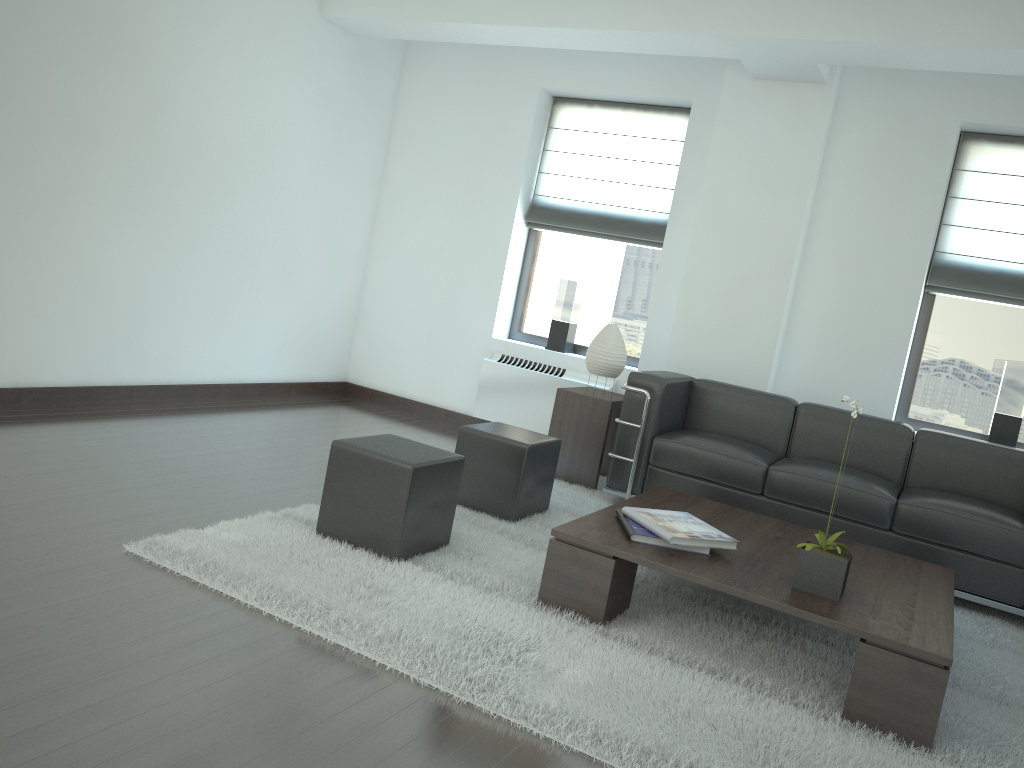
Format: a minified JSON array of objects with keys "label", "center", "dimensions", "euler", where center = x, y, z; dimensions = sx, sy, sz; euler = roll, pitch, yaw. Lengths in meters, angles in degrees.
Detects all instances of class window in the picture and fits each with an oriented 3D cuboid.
[{"label":"window","center":[0.991,-1.661,9.633],"dimensions":[1.705,2.725,0.146],"euler":[14,5,26]},{"label":"window","center":[4.574,-0.759,7.815],"dimensions":[1.705,2.725,0.146],"euler":[14,5,26]}]

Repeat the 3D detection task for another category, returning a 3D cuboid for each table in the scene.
[{"label":"table","center":[0.727,0.500,8.128],"dimensions":[0.528,0.843,0.786],"euler":[13,6,26]},{"label":"table","center":[1.443,1.175,5.116],"dimensions":[1.942,0.440,1.920],"euler":[14,7,26]}]

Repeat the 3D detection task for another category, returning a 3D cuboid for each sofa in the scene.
[{"label":"sofa","center":[2.543,0.811,6.950],"dimensions":[3.487,1.167,1.123],"euler":[14,6,26]}]

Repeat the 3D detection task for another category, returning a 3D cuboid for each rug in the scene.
[{"label":"rug","center":[1.907,1.432,5.352],"dimensions":[6.270,0.110,5.168],"euler":[14,7,26]}]

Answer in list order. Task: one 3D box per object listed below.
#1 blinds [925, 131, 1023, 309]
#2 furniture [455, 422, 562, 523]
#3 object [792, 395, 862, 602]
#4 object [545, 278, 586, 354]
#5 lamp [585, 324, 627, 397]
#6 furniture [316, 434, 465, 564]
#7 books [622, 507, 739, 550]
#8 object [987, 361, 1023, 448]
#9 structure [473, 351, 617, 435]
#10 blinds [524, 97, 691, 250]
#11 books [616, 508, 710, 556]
[{"label":"blinds","center":[4.627,-1.368,7.620],"dimensions":[1.691,1.473,0.222],"euler":[14,5,26]},{"label":"furniture","center":[-0.052,0.636,6.559],"dimensions":[0.590,0.578,0.602],"euler":[14,6,26]},{"label":"object","center":[1.645,0.555,4.477],"dimensions":[0.253,0.989,0.335],"euler":[13,5,26]},{"label":"object","center":[0.582,-0.733,9.559],"dimensions":[0.239,0.774,0.243],"euler":[13,5,26]},{"label":"lamp","center":[0.849,-0.225,8.012],"dimensions":[0.375,0.653,0.374],"euler":[14,6,30]},{"label":"furniture","center":[-0.709,0.657,5.252],"dimensions":[0.590,0.578,0.602],"euler":[14,6,26]},{"label":"books","center":[0.929,0.800,4.945],"dimensions":[0.445,0.045,0.521],"euler":[8,7,-23]},{"label":"object","center":[4.306,0.205,7.669],"dimensions":[0.239,0.774,0.243],"euler":[13,5,26]},{"label":"structure","center":[0.323,0.154,9.316],"dimensions":[1.466,0.724,0.193],"euler":[14,6,26]},{"label":"blinds","center":[1.045,-2.270,9.437],"dimensions":[1.691,1.473,0.222],"euler":[14,5,26]},{"label":"books","center":[0.839,0.824,4.985],"dimensions":[0.446,0.045,0.520],"euler":[11,6,-3]}]
